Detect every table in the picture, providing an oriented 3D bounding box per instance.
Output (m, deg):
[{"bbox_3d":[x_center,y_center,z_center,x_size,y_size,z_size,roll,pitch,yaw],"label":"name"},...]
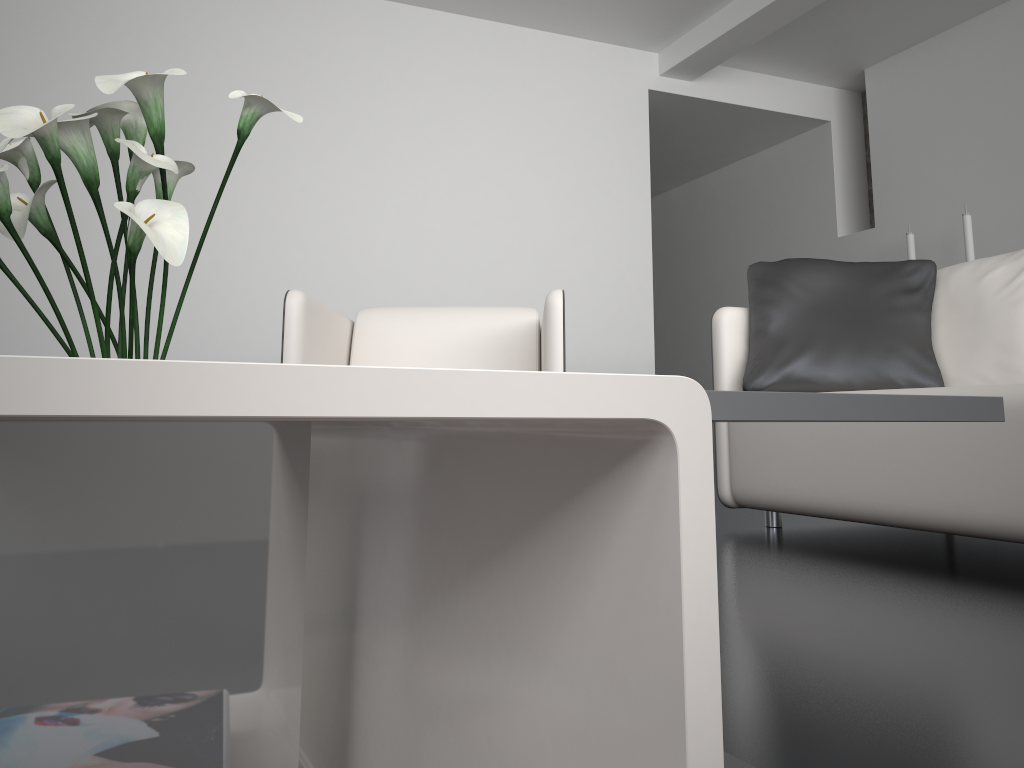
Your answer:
[{"bbox_3d":[-0.094,0.188,1.027,0.297,0.318,1.245,3,-4,-26],"label":"table"},{"bbox_3d":[-0.271,0.171,0.666,0.297,0.319,0.959,3,-4,-26],"label":"table"}]

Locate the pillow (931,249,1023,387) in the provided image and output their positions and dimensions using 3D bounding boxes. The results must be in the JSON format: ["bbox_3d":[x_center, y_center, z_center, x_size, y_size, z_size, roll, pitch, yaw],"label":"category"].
[{"bbox_3d":[1.295,-0.151,2.611,0.321,0.508,0.579,5,-7,-34],"label":"pillow"}]

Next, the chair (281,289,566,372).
[{"bbox_3d":[-0.228,0.045,2.759,0.767,0.672,0.907,0,-5,1],"label":"chair"}]

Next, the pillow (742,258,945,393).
[{"bbox_3d":[0.986,-0.183,2.642,0.564,0.457,0.274,-2,-8,20],"label":"pillow"}]

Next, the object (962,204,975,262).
[{"bbox_3d":[2.289,-0.205,4.331,0.179,1.420,0.177,4,-10,-23],"label":"object"}]

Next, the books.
[{"bbox_3d":[-0.238,0.167,0.567,0.204,0.289,0.007,3,-10,-25],"label":"books"}]

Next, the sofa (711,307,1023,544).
[{"bbox_3d":[1.513,0.010,1.908,0.916,0.671,2.216,2,-4,-26],"label":"sofa"}]

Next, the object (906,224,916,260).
[{"bbox_3d":[2.205,-0.185,4.777,0.179,1.420,0.177,4,-10,-23],"label":"object"}]

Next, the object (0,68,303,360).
[{"bbox_3d":[-0.581,-0.050,1.216,0.443,0.811,0.374,7,-10,-40],"label":"object"}]
